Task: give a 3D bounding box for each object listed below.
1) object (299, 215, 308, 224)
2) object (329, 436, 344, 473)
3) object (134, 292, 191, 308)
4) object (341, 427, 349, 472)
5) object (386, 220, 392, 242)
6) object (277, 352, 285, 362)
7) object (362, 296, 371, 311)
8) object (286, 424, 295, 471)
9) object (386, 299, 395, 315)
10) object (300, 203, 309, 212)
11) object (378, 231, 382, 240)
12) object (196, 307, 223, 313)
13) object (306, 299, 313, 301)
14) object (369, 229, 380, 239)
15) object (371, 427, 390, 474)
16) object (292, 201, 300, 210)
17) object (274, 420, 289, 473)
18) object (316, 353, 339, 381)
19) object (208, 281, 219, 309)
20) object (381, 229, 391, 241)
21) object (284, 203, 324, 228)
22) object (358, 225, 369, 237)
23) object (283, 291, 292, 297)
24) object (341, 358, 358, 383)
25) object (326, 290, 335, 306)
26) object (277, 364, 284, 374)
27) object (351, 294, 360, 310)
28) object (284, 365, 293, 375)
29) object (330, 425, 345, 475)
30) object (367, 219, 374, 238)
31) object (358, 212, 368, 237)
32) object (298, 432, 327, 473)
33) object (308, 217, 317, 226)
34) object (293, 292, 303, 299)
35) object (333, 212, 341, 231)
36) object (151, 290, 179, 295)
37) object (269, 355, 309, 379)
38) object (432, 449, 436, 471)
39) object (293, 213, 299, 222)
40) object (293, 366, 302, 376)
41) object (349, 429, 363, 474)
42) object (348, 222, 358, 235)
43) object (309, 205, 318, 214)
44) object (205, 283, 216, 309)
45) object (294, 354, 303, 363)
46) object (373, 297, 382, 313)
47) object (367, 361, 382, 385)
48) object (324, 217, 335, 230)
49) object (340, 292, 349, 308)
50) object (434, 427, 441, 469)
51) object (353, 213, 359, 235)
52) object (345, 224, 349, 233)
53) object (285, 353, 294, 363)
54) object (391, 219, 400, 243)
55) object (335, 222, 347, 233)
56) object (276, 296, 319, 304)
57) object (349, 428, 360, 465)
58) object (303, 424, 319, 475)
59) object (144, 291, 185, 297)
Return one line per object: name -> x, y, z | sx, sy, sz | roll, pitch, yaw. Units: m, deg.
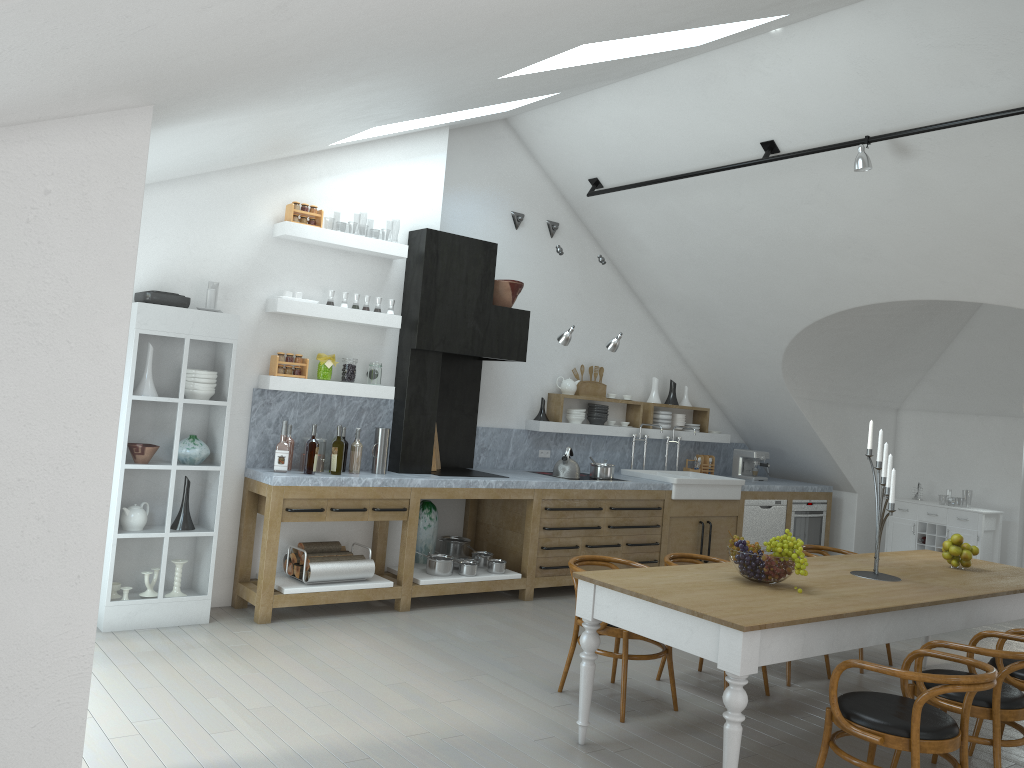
object -> -1.489, -1.167, 6.330 | 0.058, 0.075, 0.058 | 6, -2, -14
object -> -1.256, 0.473, 6.371 | 0.092, 0.339, 0.092 | 6, -3, -19
object -> -2.231, -0.504, 5.647 | 0.298, 0.120, 0.299 | 6, -2, -37
object -> -1.245, 0.480, 6.497 | 0.085, 0.331, 0.085 | 6, -3, -29
object -> -0.935, -1.150, 6.739 | 0.054, 0.179, 0.054 | 4, -3, 29
object -> -1.629, -0.187, 6.241 | 0.058, 0.075, 0.058 | 6, -2, -14
object -> -1.087, -0.599, 6.625 | 0.067, 0.124, 0.064 | 7, -3, -44
object -> -1.571, 0.448, 6.211 | 0.085, 0.331, 0.085 | 6, -3, -29
object -> -0.921, -0.582, 6.742 | 0.067, 0.124, 0.064 | 7, -3, -44
object -> -1.482, -1.253, 6.334 | 0.058, 0.075, 0.058 | 6, -2, -14
object -> -1.016, -1.114, 6.735 | 0.094, 0.093, 0.093 | 5, -2, -5
object -> -1.989, -0.475, 5.838 | 0.150, 0.025, 0.295 | 5, -1, -13
object -> -1.463, -0.589, 6.344 | 0.054, 0.025, 0.054 | 6, -2, -37
object -> -1.032, -1.113, 6.644 | 0.077, 0.085, 0.077 | 5, -2, -5
object -> -0.989, 0.496, 6.598 | 0.164, 0.340, 0.114 | 7, -3, -34
object -> -1.535, -1.258, 6.293 | 0.058, 0.075, 0.058 | 6, -2, -14
object -> -1.576, 0.431, 6.092 | 0.088, 0.360, 0.085 | 6, -3, -16
object -> -1.360, -0.125, 6.425 | 0.163, 0.199, 0.128 | 7, -3, -43
object -> -1.991, -0.573, 5.894 | 0.071, 0.211, 0.072 | 6, -3, -14
object -> -0.953, -1.112, 6.669 | 0.071, 0.099, 0.071 | 4, -2, 17
object -> -1.485, -1.190, 6.331 | 0.237, 0.146, 0.120 | 6, -2, -37
object -> -1.113, -1.130, 6.619 | 0.082, 0.105, 0.081 | 4, -2, 21
object -> -1.582, -0.619, 6.255 | 0.058, 0.061, 0.057 | 7, -2, -38
object -> -1.204, -0.102, 6.547 | 0.120, 0.183, 0.120 | 6, -2, -22
object -> -1.318, -0.622, 6.450 | 0.067, 0.124, 0.064 | 7, -3, -44
object -> -1.636, -0.101, 6.237 | 0.058, 0.075, 0.058 | 6, -2, -14
object -> -1.154, -0.606, 6.557 | 0.067, 0.124, 0.064 | 7, -3, -44
object -> -1.583, -0.096, 6.278 | 0.058, 0.075, 0.058 | 6, -2, -14
object -> -1.229, 0.469, 6.255 | 0.092, 0.359, 0.092 | 5, -3, 7
object -> -1.074, -1.158, 6.693 | 0.048, 0.169, 0.048 | 7, -3, -29
object -> -1.103, -1.172, 6.533 | 0.063, 0.187, 0.063 | 4, -3, 21
object -> -1.422, 0.481, 6.330 | 0.184, 0.286, 0.183 | 6, -2, -13
object -> -1.436, -1.161, 6.370 | 0.058, 0.075, 0.058 | 6, -2, -14
object -> -1.522, -0.619, 6.299 | 0.054, 0.071, 0.054 | 7, -3, -38
object -> -1.294, -1.180, 6.525 | 0.048, 0.169, 0.048 | 7, -3, -29
object -> -2.230, -0.523, 5.648 | 0.170, 0.120, 0.170 | 6, -2, -37
object -> -1.579, -0.120, 6.279 | 0.237, 0.146, 0.120 | 6, -2, -37
object -> -0.657, 0.544, 7.202 | 0.148, 0.336, 0.081 | 3, -4, 43
object -> -1.542, -1.172, 6.289 | 0.058, 0.075, 0.058 | 6, -2, -14
object -> -1.530, -0.090, 6.319 | 0.058, 0.075, 0.058 | 6, -2, -14
object -> -1.131, 0.491, 6.442 | 0.085, 0.331, 0.085 | 6, -3, -29
object -> -1.172, -1.134, 6.500 | 0.071, 0.099, 0.071 | 4, -2, 17
object -> -1.429, -1.247, 6.374 | 0.058, 0.075, 0.058 | 6, -2, -14
object -> -1.969, -0.565, 5.789 | 0.054, 0.196, 0.054 | 6, -3, -13
object -> -1.523, -0.176, 6.323 | 0.058, 0.075, 0.058 | 6, -2, -14
object -> -1.009, -0.591, 6.675 | 0.067, 0.124, 0.064 | 7, -3, -44
object -> -1.036, -0.082, 6.679 | 0.103, 0.178, 0.207 | 6, -2, -15
object -> -1.333, -1.153, 6.451 | 0.082, 0.105, 0.081 | 4, -2, 21
object -> -1.230, -0.613, 6.517 | 0.067, 0.124, 0.064 | 7, -3, -44
object -> -0.648, 0.501, 7.396 | 0.148, 0.428, 0.078 | 5, -3, -2
object -> -1.155, -1.172, 6.570 | 0.054, 0.179, 0.054 | 4, -3, 29
object -> -1.235, -1.136, 6.567 | 0.094, 0.093, 0.093 | 5, -2, -5
object -> -1.576, -0.182, 6.282 | 0.058, 0.075, 0.058 | 6, -2, -14
object -> -0.883, -1.150, 6.701 | 0.063, 0.187, 0.063 | 4, -3, 21
object -> -1.252, -1.135, 6.476 | 0.077, 0.085, 0.077 | 5, -2, -5
object -> -1.525, -0.591, 6.297 | 0.294, 0.025, 0.113 | 6, -1, -37
object -> -1.152, 0.490, 6.550 | 0.081, 0.330, 0.081 | 5, -3, -10
object -> -1.384, 0.457, 6.133 | 0.092, 0.359, 0.093 | 5, -3, -3
object -> -2.231, -0.514, 5.648 | 0.238, 0.120, 0.238 | 6, -2, -37
